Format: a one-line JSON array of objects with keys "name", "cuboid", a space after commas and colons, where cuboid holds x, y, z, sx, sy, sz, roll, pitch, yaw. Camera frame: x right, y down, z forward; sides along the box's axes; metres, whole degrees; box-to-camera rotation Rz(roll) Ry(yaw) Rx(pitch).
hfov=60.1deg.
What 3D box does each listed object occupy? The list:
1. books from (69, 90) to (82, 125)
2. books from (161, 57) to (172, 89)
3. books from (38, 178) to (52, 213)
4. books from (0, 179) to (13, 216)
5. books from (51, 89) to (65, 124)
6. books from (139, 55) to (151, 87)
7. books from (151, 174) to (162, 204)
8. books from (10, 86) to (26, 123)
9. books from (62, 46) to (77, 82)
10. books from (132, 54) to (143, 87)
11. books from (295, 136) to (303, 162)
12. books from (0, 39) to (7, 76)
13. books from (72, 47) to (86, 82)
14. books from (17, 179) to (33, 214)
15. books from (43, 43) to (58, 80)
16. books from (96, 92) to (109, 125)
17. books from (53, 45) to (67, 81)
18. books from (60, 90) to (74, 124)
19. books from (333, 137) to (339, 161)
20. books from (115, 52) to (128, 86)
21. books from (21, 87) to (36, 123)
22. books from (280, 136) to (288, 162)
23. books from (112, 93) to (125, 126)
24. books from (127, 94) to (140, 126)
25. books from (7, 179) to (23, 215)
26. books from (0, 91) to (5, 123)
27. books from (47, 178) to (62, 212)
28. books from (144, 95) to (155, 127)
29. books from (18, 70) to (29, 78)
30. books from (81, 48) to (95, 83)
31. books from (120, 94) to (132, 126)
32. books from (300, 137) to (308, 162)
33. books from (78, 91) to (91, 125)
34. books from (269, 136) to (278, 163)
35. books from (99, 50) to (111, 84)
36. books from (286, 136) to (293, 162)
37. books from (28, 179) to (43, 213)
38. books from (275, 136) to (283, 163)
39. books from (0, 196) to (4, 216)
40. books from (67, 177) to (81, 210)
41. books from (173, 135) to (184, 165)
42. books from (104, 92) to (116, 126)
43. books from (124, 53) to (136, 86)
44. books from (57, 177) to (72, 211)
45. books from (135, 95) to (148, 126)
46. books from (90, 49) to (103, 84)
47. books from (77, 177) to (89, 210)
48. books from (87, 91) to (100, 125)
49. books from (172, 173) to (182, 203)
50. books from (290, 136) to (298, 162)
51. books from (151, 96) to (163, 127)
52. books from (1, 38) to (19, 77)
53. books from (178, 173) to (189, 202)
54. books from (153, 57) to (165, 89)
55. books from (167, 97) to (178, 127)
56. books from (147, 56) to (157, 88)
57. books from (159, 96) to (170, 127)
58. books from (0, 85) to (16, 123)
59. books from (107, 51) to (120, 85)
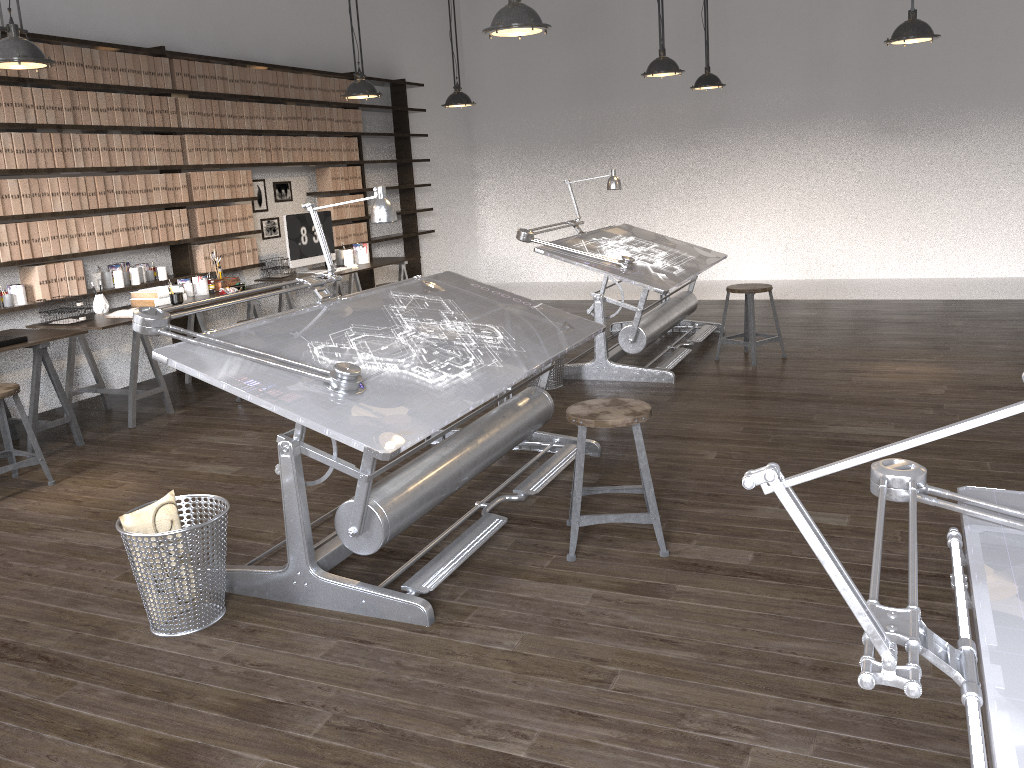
[{"name": "books", "cuboid": [-2.922, -1.802, 5.810, 0.174, 0.223, 0.067, 2, 12, 24]}, {"name": "books", "cuboid": [-2.597, -2.271, 6.506, 0.174, 0.223, 0.067, 2, 12, 24]}, {"name": "books", "cuboid": [-3.019, -1.187, 5.618, 0.174, 0.223, 0.067, 2, 12, 24]}, {"name": "books", "cuboid": [-3.128, -1.121, 5.370, 0.174, 0.223, 0.067, 2, 12, 24]}, {"name": "books", "cuboid": [-2.975, -1.770, 5.687, 0.174, 0.223, 0.067, 2, 12, 24]}, {"name": "books", "cuboid": [-2.680, -2.221, 6.318, 0.174, 0.224, 0.067, 2, 12, 24]}, {"name": "books", "cuboid": [-2.647, -1.405, 6.432, 0.174, 0.223, 0.067, 2, 12, 24]}, {"name": "books", "cuboid": [-3.084, -1.702, 5.433, 0.174, 0.223, 0.067, 2, 12, 24]}, {"name": "books", "cuboid": [-2.934, -2.073, 5.765, 0.174, 0.223, 0.067, 2, 12, 24]}, {"name": "books", "cuboid": [-2.711, -2.206, 6.260, 0.174, 0.223, 0.067, 2, 12, 24]}, {"name": "books", "cuboid": [-1.973, -2.092, 7.920, 0.174, 0.223, 0.067, 2, 12, 24]}, {"name": "books", "cuboid": [-3.139, -1.953, 5.318, 0.174, 0.223, 0.067, 2, 12, 24]}, {"name": "books", "cuboid": [-2.904, -2.088, 5.820, 0.174, 0.224, 0.067, 2, 12, 24]}, {"name": "books", "cuboid": [-3.070, -1.154, 5.490, 0.174, 0.224, 0.067, 2, 12, 24]}, {"name": "books", "cuboid": [-2.995, -2.039, 5.637, 0.174, 0.223, 0.067, 2, 12, 24]}, {"name": "books", "cuboid": [-2.833, -1.853, 5.999, 0.174, 0.223, 0.067, 2, 12, 24]}, {"name": "books", "cuboid": [-2.965, -2.055, 5.699, 0.174, 0.223, 0.067, 2, 12, 24]}, {"name": "books", "cuboid": [-2.944, -1.785, 5.745, 0.174, 0.224, 0.067, 2, 12, 24]}, {"name": "books", "cuboid": [-1.743, -2.227, 8.425, 0.174, 0.223, 0.067, 2, 12, 24]}, {"name": "books", "cuboid": [-2.763, -2.173, 6.138, 0.174, 0.224, 0.067, 2, 12, 24]}, {"name": "books", "cuboid": [-3.058, -1.719, 5.499, 0.174, 0.223, 0.067, 2, 12, 24]}, {"name": "books", "cuboid": [-2.053, -2.041, 7.728, 0.174, 0.223, 0.067, 2, 12, 24]}, {"name": "books", "cuboid": [-2.778, -1.884, 6.114, 0.174, 0.224, 0.067, 2, 12, 24]}, {"name": "books", "cuboid": [-2.727, -1.917, 6.240, 0.174, 0.223, 0.067, 2, 12, 24]}, {"name": "books", "cuboid": [-3.101, -1.136, 5.426, 0.174, 0.223, 0.067, 2, 12, 24]}, {"name": "books", "cuboid": [-3.143, -1.670, 5.313, 0.174, 0.223, 0.067, 2, 12, 24]}, {"name": "books", "cuboid": [-2.987, -1.204, 5.678, 0.174, 0.223, 0.067, 2, 12, 24]}, {"name": "books", "cuboid": [-2.670, -1.951, 6.367, 0.174, 0.223, 0.067, 2, 12, 24]}, {"name": "books", "cuboid": [-3.079, -1.989, 5.451, 0.174, 0.223, 0.067, 2, 12, 24]}, {"name": "books", "cuboid": [-2.875, -2.106, 5.885, 0.174, 0.223, 0.067, 2, 12, 24]}, {"name": "books", "cuboid": [-2.756, -1.900, 6.176, 0.174, 0.223, 0.067, 2, 12, 24]}, {"name": "books", "cuboid": [-1.942, -2.110, 7.986, 0.174, 0.223, 0.067, 2, 12, 24]}, {"name": "books", "cuboid": [-2.892, -1.819, 5.872, 0.174, 0.223, 0.067, 2, 12, 24]}, {"name": "books", "cuboid": [-2.111, -2.008, 7.604, 0.174, 0.224, 0.067, 2, 12, 24]}, {"name": "books", "cuboid": [-2.825, -2.140, 6.015, 0.174, 0.223, 0.067, 2, 12, 24]}, {"name": "books", "cuboid": [-2.027, -2.059, 7.794, 0.174, 0.223, 0.067, 2, 12, 24]}, {"name": "books", "cuboid": [-3.045, -1.171, 5.554, 0.174, 0.223, 0.067, 2, 12, 24]}, {"name": "books", "cuboid": [-2.086, -2.026, 7.672, 0.174, 0.223, 0.067, 2, 12, 24]}, {"name": "books", "cuboid": [-3.151, -1.105, 5.309, 0.174, 0.224, 0.067, 2, 12, 24]}, {"name": "books", "cuboid": [-2.926, -1.238, 5.807, 0.174, 0.224, 0.067, 2, 12, 24]}, {"name": "books", "cuboid": [-2.558, -1.739, 6.624, 0.174, 0.223, 0.067, 2, 12, 24]}, {"name": "books", "cuboid": [-2.809, -1.868, 6.056, 0.174, 0.223, 0.067, 2, 12, 24]}, {"name": "books", "cuboid": [-2.735, -2.190, 6.204, 0.174, 0.223, 0.067, 2, 12, 24]}, {"name": "books", "cuboid": [-2.955, -1.221, 5.742, 0.174, 0.223, 0.067, 2, 12, 24]}, {"name": "books", "cuboid": [-2.695, -1.934, 6.301, 0.174, 0.223, 0.067, 2, 12, 24]}, {"name": "books", "cuboid": [-2.849, -2.123, 5.951, 0.174, 0.223, 0.067, 2, 12, 24]}, {"name": "books", "cuboid": [-2.904, -1.254, 5.865, 0.174, 0.223, 0.067, 2, 12, 24]}, {"name": "books", "cuboid": [-2.860, -1.836, 5.933, 0.174, 0.224, 0.067, 2, 12, 24]}, {"name": "books", "cuboid": [-2.567, -1.455, 6.619, 0.174, 0.223, 0.067, 2, 12, 24]}, {"name": "books", "cuboid": [-2.003, -2.075, 7.858, 0.174, 0.223, 0.067, 2, 12, 24]}, {"name": "books", "cuboid": [-2.635, -1.969, 6.432, 0.174, 0.224, 0.067, 2, 12, 24]}, {"name": "books", "cuboid": [-3.103, -1.971, 5.383, 0.174, 0.224, 0.067, 2, 12, 24]}, {"name": "books", "cuboid": [-2.535, -1.470, 6.674, 0.174, 0.224, 0.067, 2, 12, 24]}, {"name": "books", "cuboid": [-2.630, -2.255, 6.444, 0.174, 0.223, 0.067, 2, 12, 24]}, {"name": "books", "cuboid": [-2.577, -2.005, 6.567, 0.174, 0.223, 0.067, 2, 12, 24]}, {"name": "books", "cuboid": [-2.658, -2.238, 6.381, 0.174, 0.223, 0.067, 2, 12, 24]}, {"name": "books", "cuboid": [-2.610, -1.987, 6.500, 0.174, 0.223, 0.067, 2, 12, 24]}, {"name": "books", "cuboid": [-3.114, -1.684, 5.368, 0.174, 0.224, 0.067, 2, 12, 24]}, {"name": "books", "cuboid": [-2.795, -2.156, 6.077, 0.174, 0.223, 0.067, 2, 12, 24]}]
